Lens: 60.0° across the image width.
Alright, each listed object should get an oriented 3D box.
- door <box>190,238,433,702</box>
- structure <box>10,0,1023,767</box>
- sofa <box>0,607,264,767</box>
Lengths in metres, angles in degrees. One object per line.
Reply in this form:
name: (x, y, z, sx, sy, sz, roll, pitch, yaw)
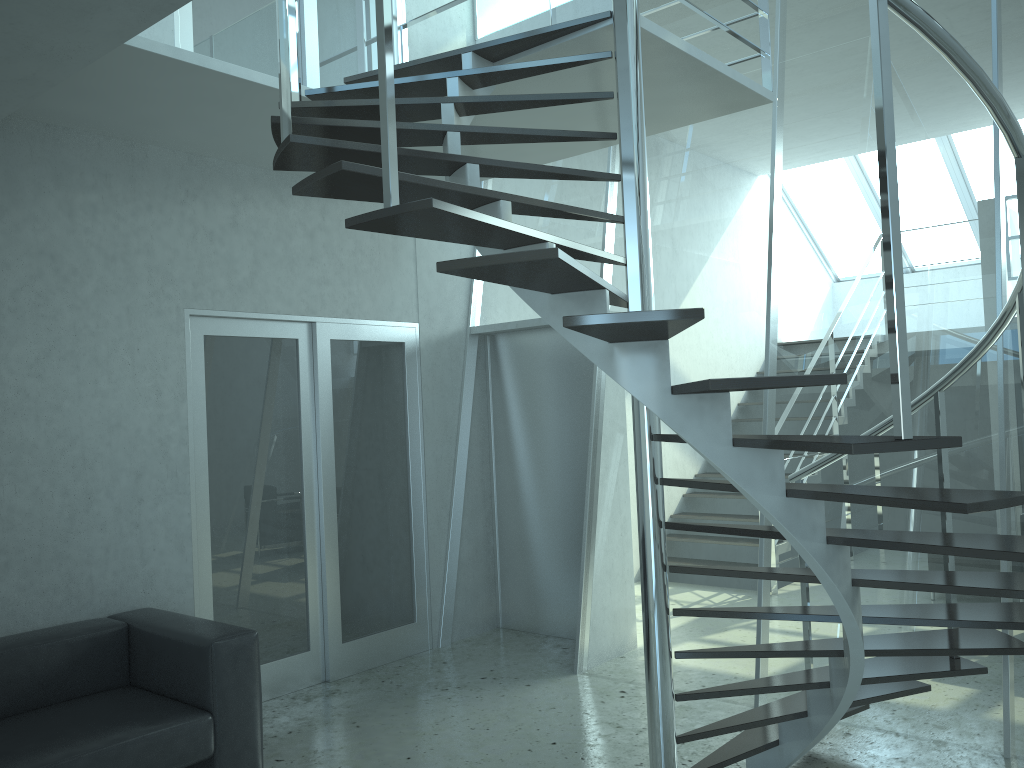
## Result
door: (-1.162, 0.358, 5.903, 1.162, 3.200, 2.576, -3, -2, -2)
structure: (-0.022, -0.438, 3.611, 3.780, 4.156, 2.655, -4, -2, 40)
sofa: (-2.026, 1.375, 3.264, 0.943, 0.652, 2.025, -4, -2, 40)
